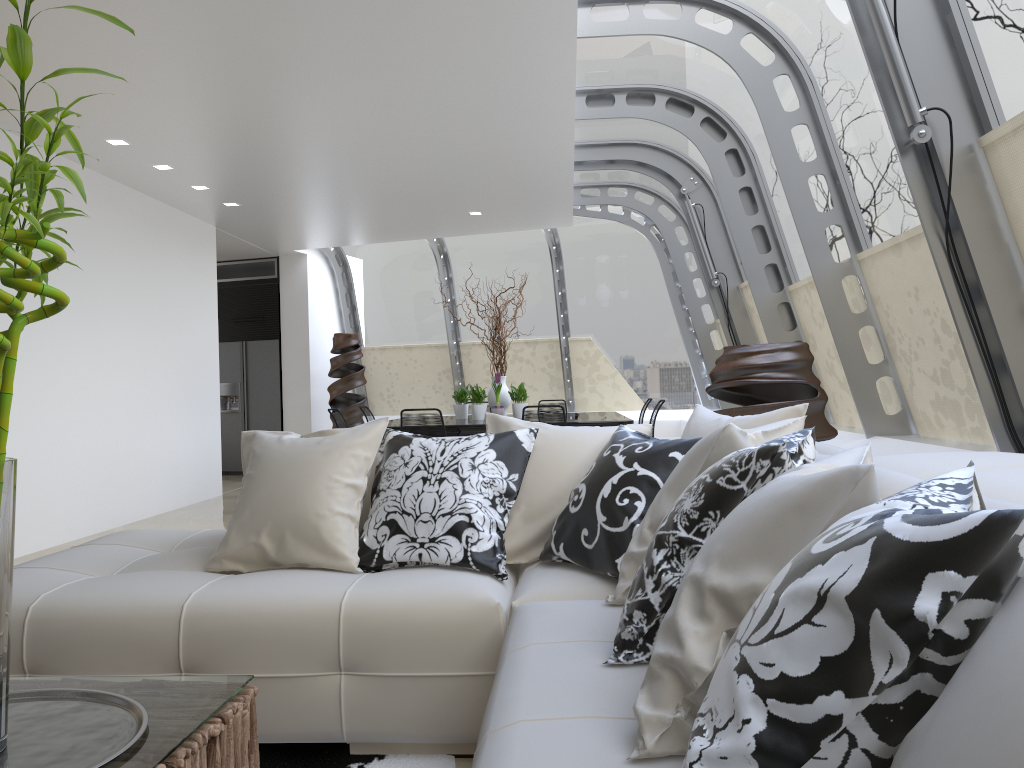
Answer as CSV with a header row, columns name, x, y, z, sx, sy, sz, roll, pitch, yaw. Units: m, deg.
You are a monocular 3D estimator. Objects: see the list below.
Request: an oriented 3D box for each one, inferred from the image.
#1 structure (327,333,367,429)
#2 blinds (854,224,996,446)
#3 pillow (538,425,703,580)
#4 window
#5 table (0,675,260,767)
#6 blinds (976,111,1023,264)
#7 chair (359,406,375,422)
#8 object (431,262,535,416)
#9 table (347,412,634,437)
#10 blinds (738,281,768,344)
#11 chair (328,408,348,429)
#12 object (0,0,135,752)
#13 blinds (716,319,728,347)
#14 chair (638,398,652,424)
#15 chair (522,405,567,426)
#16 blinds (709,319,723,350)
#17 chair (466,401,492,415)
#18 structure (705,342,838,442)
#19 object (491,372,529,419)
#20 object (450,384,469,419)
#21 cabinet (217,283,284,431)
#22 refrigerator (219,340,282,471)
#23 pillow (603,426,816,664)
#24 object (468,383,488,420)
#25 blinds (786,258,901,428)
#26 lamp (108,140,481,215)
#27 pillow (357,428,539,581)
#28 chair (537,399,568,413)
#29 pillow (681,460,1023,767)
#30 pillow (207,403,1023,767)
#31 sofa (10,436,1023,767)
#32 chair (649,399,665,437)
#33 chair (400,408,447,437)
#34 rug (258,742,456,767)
name,x,y,z,sx,sy,sz,roll,pitch,yaw
structure,-2.091,0.276,11.278,0.498,1.843,0.493,-2,0,15
blinds,2.011,-0.206,4.144,0.329,1.027,1.430,-2,0,4
pillow,0.368,0.379,2.714,0.405,0.483,0.599,-1,0,-28
window,-5.084,-0.206,6.630,16.693,3.674,16.171,-2,0,10
table,-1.074,0.870,1.566,1.007,0.448,0.923,-2,0,4
blinds,1.882,-0.308,2.621,0.387,1.214,1.376,-2,0,4
chair,-1.324,0.494,9.857,0.688,0.519,0.446,-2,0,4
object,-0.306,-0.418,9.147,1.031,1.549,1.135,-2,0,-4
table,-0.099,0.731,9.084,2.494,0.759,3.031,-2,0,4
blinds,2.177,-0.281,7.217,0.387,1.214,1.376,-2,0,4
chair,-1.406,0.487,8.583,0.688,0.519,0.446,-2,0,4
object,-0.972,-0.118,1.588,0.673,1.546,0.584,-2,-1,43
blinds,2.307,-0.179,8.753,0.329,1.027,1.430,-2,0,4
chair,1.186,0.423,9.696,0.688,0.519,0.446,-2,0,4
chair,0.279,0.432,7.465,0.446,0.519,0.688,-2,0,4
blinds,2.594,0.356,10.456,0.663,2.118,1.829,-2,0,4
chair,-0.443,0.476,10.647,0.446,0.519,0.688,-2,0,4
structure,1.248,0.433,4.341,0.672,1.258,0.674,-1,0,-19
object,0.004,0.113,8.942,0.417,0.476,0.238,-2,-1,32
object,-0.523,0.181,9.275,0.215,0.369,0.284,-2,-1,42
cabinet,-3.990,-0.025,12.430,2.252,2.558,0.831,-2,0,18
refrigerator,-3.502,0.298,11.963,1.006,1.742,0.234,-2,0,17
pillow,0.462,0.341,1.962,0.382,0.467,0.608,-2,0,23
object,-0.344,0.172,8.830,0.215,0.369,0.284,-2,-1,37
blinds,2.110,-0.197,5.680,0.329,1.027,1.430,-2,0,4
lamp,-5.482,-1.676,4.732,9.775,0.004,9.928,-2,0,4
pillow,-0.248,0.387,2.949,0.604,0.471,0.394,-2,0,19
chair,0.480,0.450,10.587,0.446,0.519,0.688,-2,0,4
pillow,0.406,0.343,1.088,0.383,0.463,0.606,-2,0,23
pillow,0.332,0.334,2.071,1.656,0.530,3.322,-1,0,-26
sofa,-0.292,0.629,1.768,3.257,0.866,4.169,-2,0,4
chair,1.104,0.416,8.422,0.688,0.519,0.446,-2,0,4
chair,-0.716,0.460,7.528,0.446,0.519,0.688,-2,0,4
rug,-1.209,1.081,1.601,2.739,0.008,2.740,-2,0,-10
